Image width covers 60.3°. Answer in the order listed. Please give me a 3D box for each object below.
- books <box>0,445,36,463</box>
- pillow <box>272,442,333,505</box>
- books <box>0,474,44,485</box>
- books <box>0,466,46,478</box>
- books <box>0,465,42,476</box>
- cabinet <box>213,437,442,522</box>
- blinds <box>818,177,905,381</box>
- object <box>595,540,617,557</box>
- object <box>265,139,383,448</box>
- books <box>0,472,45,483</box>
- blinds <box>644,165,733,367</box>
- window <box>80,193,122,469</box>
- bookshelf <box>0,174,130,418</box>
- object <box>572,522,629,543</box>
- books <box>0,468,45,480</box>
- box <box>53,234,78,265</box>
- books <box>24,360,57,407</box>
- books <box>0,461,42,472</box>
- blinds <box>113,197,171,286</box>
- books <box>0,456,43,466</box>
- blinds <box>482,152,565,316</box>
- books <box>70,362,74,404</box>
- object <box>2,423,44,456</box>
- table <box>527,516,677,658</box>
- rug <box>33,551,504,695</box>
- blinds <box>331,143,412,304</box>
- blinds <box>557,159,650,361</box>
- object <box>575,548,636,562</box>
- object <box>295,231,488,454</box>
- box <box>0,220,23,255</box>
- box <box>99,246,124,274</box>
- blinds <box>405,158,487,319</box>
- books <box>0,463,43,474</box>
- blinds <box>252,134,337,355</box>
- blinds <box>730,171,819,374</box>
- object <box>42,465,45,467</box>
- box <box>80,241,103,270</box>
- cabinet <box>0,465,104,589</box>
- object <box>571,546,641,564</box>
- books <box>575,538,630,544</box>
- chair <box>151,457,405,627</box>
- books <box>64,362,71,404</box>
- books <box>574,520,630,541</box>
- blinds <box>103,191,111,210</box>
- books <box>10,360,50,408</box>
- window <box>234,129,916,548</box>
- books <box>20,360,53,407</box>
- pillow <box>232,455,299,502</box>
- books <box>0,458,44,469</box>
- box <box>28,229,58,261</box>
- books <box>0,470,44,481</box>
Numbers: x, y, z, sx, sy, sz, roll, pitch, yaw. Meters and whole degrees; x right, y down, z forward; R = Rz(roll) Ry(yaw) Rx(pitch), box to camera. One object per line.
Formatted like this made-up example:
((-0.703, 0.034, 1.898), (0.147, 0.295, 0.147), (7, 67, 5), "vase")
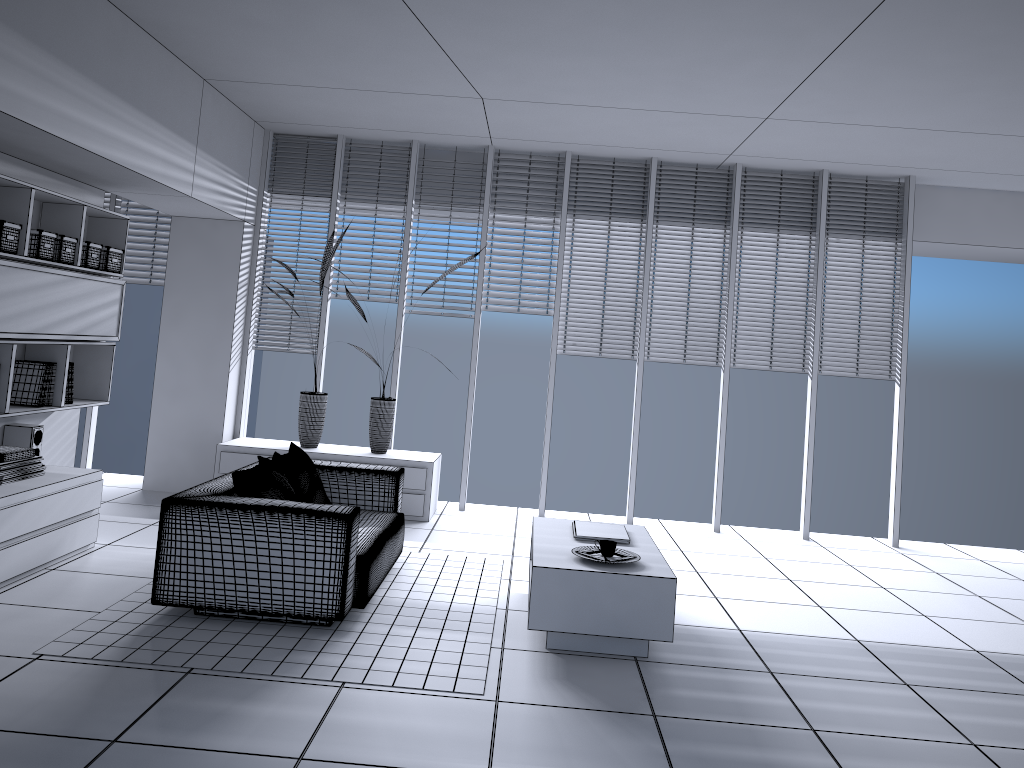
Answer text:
((-2.715, 0.373, 4.692), (0.208, 0.050, 0.257), (5, 2, 7), "books")
((-1.218, 0.566, 5.120), (0.300, 0.400, 0.565), (5, 0, -1), "pillow")
((-2.753, 0.497, 4.720), (0.285, 0.008, 0.414), (5, 2, 3), "books")
((-2.747, 0.460, 4.729), (0.285, 0.008, 0.414), (5, 2, 3), "books")
((-2.750, 0.448, 4.690), (0.285, 0.008, 0.414), (5, 2, 3), "books")
((-1.440, 0.744, 6.992), (1.675, 0.452, 0.595), (5, 0, 2), "cabinet")
((2.932, -0.898, 7.435), (0.715, 1.701, 0.047), (4, -4, 2), "blinds")
((0.451, 0.785, 4.193), (0.096, 0.070, 0.084), (4, 0, -17), "object")
((-1.503, -0.998, 7.287), (1.431, 3.005, 0.490), (3, -4, 30), "object")
((-2.752, 0.489, 4.727), (0.285, 0.008, 0.414), (5, 2, 3), "books")
((1.498, -1.013, 7.480), (0.715, 1.701, 0.047), (4, -4, 2), "blinds")
((-3.798, -0.771, 7.545), (0.688, 3.147, 0.099), (4, -4, 2), "window")
((-2.777, -0.451, 4.454), (0.328, 1.256, 2.810), (4, 1, 1), "bookshelf")
((0.472, 0.803, 4.779), (0.285, 0.008, 0.414), (5, 2, 3), "object")
((-2.748, 0.469, 4.722), (0.285, 0.008, 0.414), (5, 2, 3), "books")
((-2.729, -0.794, 5.163), (0.281, 0.163, 0.178), (5, -1, 2), "box")
((-2.810, -0.005, 5.207), (0.207, 0.260, 0.050), (4, -4, 2), "books")
((-2.756, 0.429, 4.680), (0.285, 0.008, 0.414), (5, 2, 3), "books")
((-3.090, -1.543, 7.669), (0.637, 1.385, 0.038), (4, -4, 2), "blinds")
((-2.751, 0.401, 4.682), (0.285, 0.008, 0.414), (5, 2, 3), "books")
((0.092, -1.287, 7.538), (0.637, 1.385, 0.038), (4, -4, 2), "blinds")
((-2.810, -0.012, 5.439), (0.207, 0.262, 0.074), (4, -4, 2), "books")
((-2.876, 0.358, 5.180), (0.177, 0.233, 0.118), (4, -3, 2), "object")
((0.415, 1.016, 4.533), (0.650, 0.390, 1.197), (5, 2, 1), "table")
((-0.976, 1.097, 4.574), (1.798, 0.001, 2.226), (5, 2, 2), "rug")
((-1.193, -1.389, 7.577), (0.637, 1.374, 0.050), (4, -4, 2), "blinds")
((0.791, -1.069, 7.503), (0.715, 1.701, 0.047), (4, -4, 2), "blinds")
((0.446, 0.815, 4.190), (0.216, 0.012, 0.215), (3, 3, -42), "object")
((-1.032, -0.383, 6.904), (1.549, 1.876, 0.688), (5, -3, -4), "object")
((-2.743, -0.773, 4.592), (0.281, 0.163, 0.174), (5, -1, 2), "box")
((-2.714, -0.815, 5.732), (0.281, 0.163, 0.216), (5, 0, 2), "box")
((-0.558, -1.256, 7.550), (0.637, 1.365, 0.057), (4, -4, 2), "blinds")
((-2.749, 0.440, 4.697), (0.285, 0.008, 0.414), (5, 2, 3), "books")
((-1.851, -1.213, 7.580), (0.637, 1.894, 0.057), (4, -4, 2), "blinds")
((2.216, -0.955, 7.458), (0.715, 1.701, 0.047), (4, -4, 2), "blinds")
((-2.754, 0.450, 4.712), (0.285, 0.008, 0.414), (5, 2, 3), "object")
((-2.721, -0.805, 5.464), (0.281, 0.163, 0.178), (5, -1, 2), "box")
((-2.733, 0.755, 4.085), (0.574, 0.451, 2.264), (4, 2, 1), "cabinet")
((0.446, 0.821, 4.193), (0.330, 0.024, 0.327), (6, 3, 31), "object")
((0.481, 0.810, 4.790), (0.285, 0.008, 0.414), (5, 2, 3), "books")
((-1.127, 0.796, 4.805), (0.960, 0.554, 1.645), (5, 2, 1), "chair")
((-2.812, -0.011, 5.407), (0.207, 0.262, 0.074), (4, -4, 2), "books")
((0.482, 0.796, 4.780), (0.285, 0.008, 0.414), (5, 2, 3), "books")
((-3.748, -1.368, 7.673), (0.637, 1.914, 0.038), (4, -4, 2), "blinds")
((-2.809, -0.001, 5.108), (0.207, 0.262, 0.074), (4, -4, 2), "books")
((0.509, -0.425, 7.378), (5.503, 3.147, 0.099), (5, -4, 2), "window")
((-2.809, -0.003, 5.140), (0.207, 0.262, 0.074), (4, -4, 1), "books")
((-1.235, 0.609, 4.539), (0.340, 0.391, 0.566), (5, 0, -1), "pillow")
((-2.744, 0.411, 4.699), (0.285, 0.008, 0.414), (5, 2, 3), "books")
((-2.734, -0.786, 4.940), (0.281, 0.163, 0.178), (5, -1, 2), "box")
((-2.759, 0.478, 4.710), (0.285, 0.008, 0.414), (5, 2, 3), "books")
